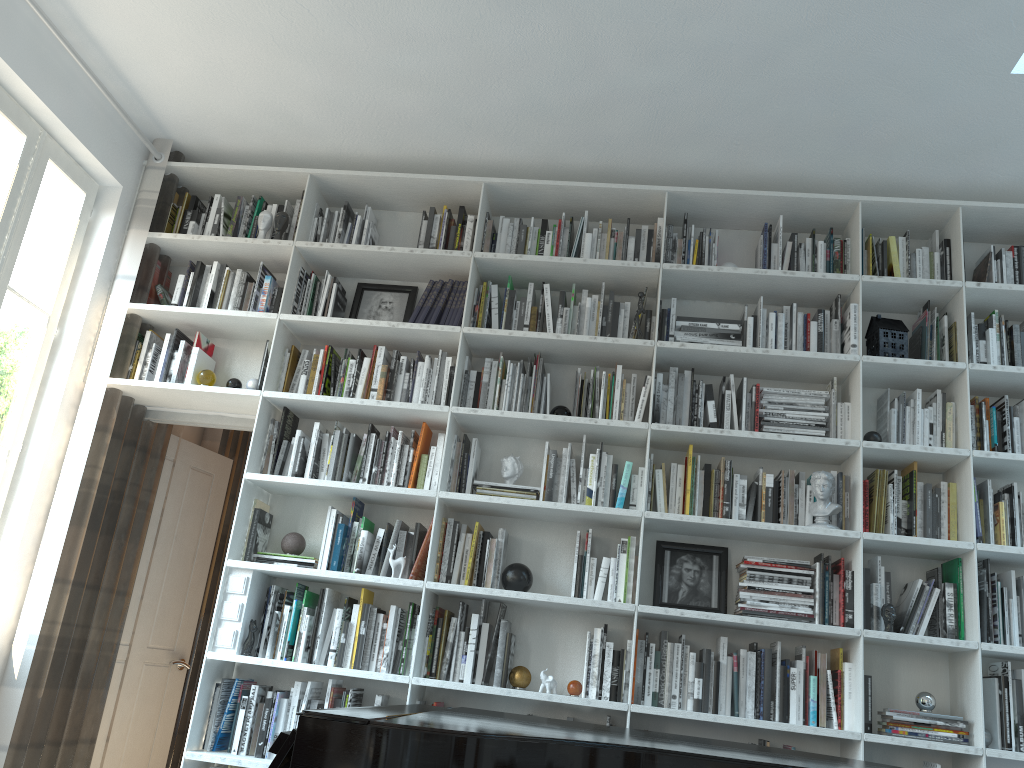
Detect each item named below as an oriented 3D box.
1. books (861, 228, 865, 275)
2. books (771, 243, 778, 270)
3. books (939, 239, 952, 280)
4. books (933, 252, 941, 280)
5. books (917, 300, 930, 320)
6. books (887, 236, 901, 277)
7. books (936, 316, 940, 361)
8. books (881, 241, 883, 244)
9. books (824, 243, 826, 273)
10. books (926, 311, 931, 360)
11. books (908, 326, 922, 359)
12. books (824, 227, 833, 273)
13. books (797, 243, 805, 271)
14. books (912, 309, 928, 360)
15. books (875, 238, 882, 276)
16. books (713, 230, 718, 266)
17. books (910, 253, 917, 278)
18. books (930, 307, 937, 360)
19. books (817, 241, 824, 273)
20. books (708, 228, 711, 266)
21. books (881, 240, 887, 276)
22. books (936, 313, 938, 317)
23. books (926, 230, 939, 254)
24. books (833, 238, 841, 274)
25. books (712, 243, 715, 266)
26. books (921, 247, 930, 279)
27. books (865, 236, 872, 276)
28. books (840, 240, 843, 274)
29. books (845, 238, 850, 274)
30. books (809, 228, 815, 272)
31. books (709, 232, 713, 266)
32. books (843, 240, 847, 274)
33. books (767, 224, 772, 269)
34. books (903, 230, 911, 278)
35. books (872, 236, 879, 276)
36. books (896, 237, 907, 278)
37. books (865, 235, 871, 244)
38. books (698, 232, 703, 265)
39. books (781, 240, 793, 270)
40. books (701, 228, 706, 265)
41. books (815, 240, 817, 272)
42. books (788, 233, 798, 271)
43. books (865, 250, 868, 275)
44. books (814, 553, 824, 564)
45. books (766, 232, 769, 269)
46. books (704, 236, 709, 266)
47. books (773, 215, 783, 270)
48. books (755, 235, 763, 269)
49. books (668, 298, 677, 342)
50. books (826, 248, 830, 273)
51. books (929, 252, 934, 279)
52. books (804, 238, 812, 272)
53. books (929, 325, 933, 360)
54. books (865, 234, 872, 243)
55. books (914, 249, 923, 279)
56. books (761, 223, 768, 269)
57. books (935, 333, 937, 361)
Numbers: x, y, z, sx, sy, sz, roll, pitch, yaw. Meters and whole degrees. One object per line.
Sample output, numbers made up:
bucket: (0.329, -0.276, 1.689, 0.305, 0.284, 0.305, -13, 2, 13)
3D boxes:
books: (1.567, -0.533, 4.007, 0.007, 0.297, 0.181, 5, -18, 8)
books: (1.185, -0.515, 4.057, 0.031, 0.208, 0.147, 5, -18, 7)
books: (1.906, -0.488, 3.943, 0.029, 0.252, 0.187, 5, -18, 7)
books: (1.867, -0.459, 3.953, 0.022, 0.193, 0.182, 5, -18, 7)
books: (1.793, -0.184, 3.874, 0.025, 0.338, 0.143, 5, -18, 7)
books: (1.691, -0.505, 3.976, 0.054, 0.253, 0.191, 5, -18, 7)
books: (1.824, -0.145, 3.844, 0.005, 0.254, 0.159, 5, -18, 7)
books: (1.665, -0.501, 4.011, 0.007, 0.263, 0.133, 5, -18, 7)
books: (1.402, -0.507, 4.041, 0.026, 0.233, 0.137, 5, -18, 7)
books: (1.779, -0.158, 3.850, 0.022, 0.271, 0.182, 5, -18, 7)
books: (1.754, -0.126, 3.862, 0.019, 0.213, 0.156, 5, -18, 7)
books: (1.438, -0.544, 4.036, 0.012, 0.307, 0.138, 5, -18, 7)
books: (1.301, -0.510, 4.023, 0.033, 0.202, 0.167, 5, -18, 7)
books: (1.762, -0.164, 3.840, 0.021, 0.271, 0.191, 5, -18, 7)
books: (1.641, -0.508, 3.997, 0.008, 0.261, 0.142, 5, -18, 7)
books: (0.931, -0.562, 4.085, 0.011, 0.255, 0.144, 5, -18, 7)
books: (1.764, -0.463, 3.954, 0.022, 0.179, 0.173, 5, -18, 7)
books: (1.803, -0.166, 3.844, 0.021, 0.287, 0.180, 5, -18, 7)
books: (1.372, -0.509, 3.998, 0.023, 0.201, 0.194, 5, -18, 7)
books: (0.900, -0.565, 4.087, 0.005, 0.254, 0.168, 5, -18, 7)
books: (1.649, -0.499, 3.975, 0.015, 0.233, 0.171, 5, -18, 7)
books: (1.838, -0.151, 3.875, 0.013, 0.288, 0.132, 5, -18, 7)
books: (1.894, -0.515, 3.988, 0.012, 0.328, 0.129, 5, -18, 7)
books: (1.453, -0.515, 4.016, 0.028, 0.243, 0.161, 5, -18, 7)
books: (0.917, -0.528, 4.083, 0.010, 0.186, 0.153, 5, -18, 7)
books: (1.816, -0.476, 3.950, 0.031, 0.212, 0.170, 5, -18, 7)
books: (1.584, -0.509, 3.977, 0.007, 0.238, 0.192, 5, -18, 7)
books: (1.475, -0.510, 4.023, 0.014, 0.243, 0.145, 5, -18, 7)
books: (1.507, -0.514, 4.019, 0.022, 0.256, 0.137, 5, -18, 7)
books: (1.348, -0.541, 4.018, 0.010, 0.269, 0.180, 5, -18, 7)
books: (0.911, -0.555, 4.103, 0.013, 0.248, 0.148, 5, -18, 7)
books: (1.488, -0.509, 4.013, 0.014, 0.238, 0.153, 5, -18, 7)
books: (1.168, -0.562, 4.062, 0.011, 0.295, 0.158, 5, -18, 7)
books: (1.755, -0.519, 3.977, 0.010, 0.296, 0.168, 5, -18, 7)
books: (1.619, -0.511, 3.992, 0.034, 0.260, 0.158, 5, -18, 7)
books: (1.736, -0.504, 3.993, 0.030, 0.273, 0.152, 5, -18, 7)
books: (1.593, -0.513, 3.994, 0.006, 0.259, 0.166, 5, -18, 7)
books: (0.864, -0.561, 4.103, 0.014, 0.247, 0.140, 5, -18, 7)
books: (1.233, -0.518, 4.035, 0.050, 0.210, 0.173, 5, -18, 7)
books: (0.877, -0.569, 4.097, 0.013, 0.263, 0.147, 5, -18, 7)
books: (1.357, -0.512, 4.018, 0.012, 0.216, 0.180, 5, -18, 7)
books: (1.276, -0.537, 4.055, 0.028, 0.269, 0.140, 5, -18, 7)
books: (1.572, -0.480, 3.996, 0.015, 0.192, 0.160, 5, -18, 7)
books: (1.244, 0.846, 3.601, 0.011, 0.298, 0.130, 5, -18, 7)
books: (1.157, -0.546, 4.067, 0.011, 0.266, 0.129, 5, -18, 7)
books: (0.888, -0.548, 4.085, 0.016, 0.218, 0.144, 5, -18, 7)
books: (1.210, -0.579, 4.052, 0.010, 0.330, 0.187, 5, -18, 7)
books: (1.131, -0.538, 4.068, 0.012, 0.244, 0.151, 5, -18, 7)
books: (0.713, -0.233, 3.978, 0.021, 0.248, 0.192, 5, -18, 7)
books: (1.420, -0.494, 4.028, 0.014, 0.203, 0.135, 5, -18, 7)
books: (1.845, -0.462, 3.964, 0.025, 0.203, 0.163, 5, -18, 7)
books: (1.331, -0.522, 4.029, 0.023, 0.235, 0.154, 5, -18, 7)
books: (1.791, -0.126, 3.854, 0.024, 0.216, 0.169, 5, -18, 7)
books: (1.601, -0.518, 4.007, 0.007, 0.278, 0.151, 5, -18, 7)
books: (1.788, -0.471, 3.956, 0.024, 0.201, 0.181, 5, -18, 7)
books: (1.145, -0.565, 4.057, 0.014, 0.291, 0.176, 5, -18, 7)
books: (1.813, -0.122, 3.848, 0.013, 0.210, 0.140, 5, -18, 7)
